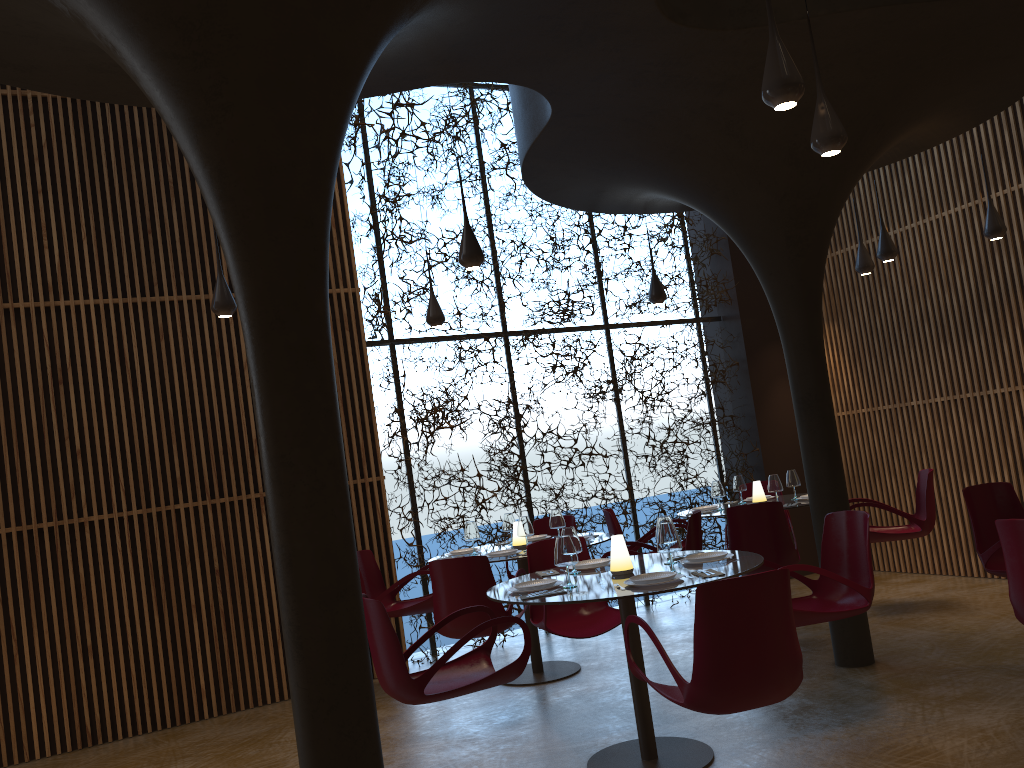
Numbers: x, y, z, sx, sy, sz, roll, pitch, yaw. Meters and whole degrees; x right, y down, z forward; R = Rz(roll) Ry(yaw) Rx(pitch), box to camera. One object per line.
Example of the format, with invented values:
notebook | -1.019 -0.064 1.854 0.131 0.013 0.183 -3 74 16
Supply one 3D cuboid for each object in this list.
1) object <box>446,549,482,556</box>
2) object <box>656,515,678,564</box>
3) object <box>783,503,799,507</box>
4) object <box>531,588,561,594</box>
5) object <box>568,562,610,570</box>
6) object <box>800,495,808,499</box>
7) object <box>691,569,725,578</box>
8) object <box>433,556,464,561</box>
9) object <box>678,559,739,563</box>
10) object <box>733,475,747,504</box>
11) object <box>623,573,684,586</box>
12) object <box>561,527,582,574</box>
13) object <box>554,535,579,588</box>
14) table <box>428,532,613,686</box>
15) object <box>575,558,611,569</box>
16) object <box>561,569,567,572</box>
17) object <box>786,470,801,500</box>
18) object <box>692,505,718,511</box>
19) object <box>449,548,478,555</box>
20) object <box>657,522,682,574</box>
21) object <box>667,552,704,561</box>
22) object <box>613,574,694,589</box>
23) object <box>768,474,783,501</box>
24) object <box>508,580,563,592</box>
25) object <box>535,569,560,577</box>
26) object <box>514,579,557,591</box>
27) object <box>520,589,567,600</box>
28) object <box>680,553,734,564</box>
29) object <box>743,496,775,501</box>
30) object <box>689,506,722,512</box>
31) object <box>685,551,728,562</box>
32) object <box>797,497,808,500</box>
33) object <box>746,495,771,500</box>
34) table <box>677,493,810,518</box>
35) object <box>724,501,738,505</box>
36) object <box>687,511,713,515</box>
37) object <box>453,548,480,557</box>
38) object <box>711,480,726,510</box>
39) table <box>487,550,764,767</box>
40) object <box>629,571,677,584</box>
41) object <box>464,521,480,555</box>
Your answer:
object | -0.440 1.544 8.116 0.331 0.014 0.333 -3 -7 -44
object | 0.974 0.977 5.559 0.142 0.295 0.142 -5 -5 -38
object | 2.620 1.140 8.343 0.127 0.017 0.262 -10 -6 25
object | 0.141 1.210 5.281 0.204 0.012 0.412 -7 -5 -14
object | 0.533 1.209 5.910 0.332 0.014 0.332 -8 -5 1
object | 2.982 1.108 8.754 0.263 0.029 0.264 -6 -5 -23
object | 1.082 1.049 4.904 0.126 0.017 0.262 -8 -5 -5
object | -0.560 1.544 7.839 0.262 0.017 0.126 -10 -5 20
object | 1.198 1.074 5.437 0.204 0.012 0.412 -6 -5 -19
object | 2.418 1.117 9.401 0.142 0.295 0.142 -6 -4 -25
object | 0.782 1.083 4.898 0.332 0.014 0.332 -8 -5 5
object | 0.384 1.075 5.726 0.142 0.295 0.142 -9 -4 13
object | 0.317 1.034 5.161 0.142 0.295 0.142 -5 -5 -34
table | 0.158 2.024 7.921 1.674 1.128 1.673 -9 -5 16
object | 0.532 1.200 5.911 0.263 0.029 0.264 -6 -6 -24
object | 0.538 1.210 5.912 0.410 0.012 0.205 -7 -5 -13
object | 2.844 1.017 8.959 0.142 0.295 0.142 -8 -4 -8
object | 1.994 1.283 9.142 0.263 0.029 0.264 -4 -6 -38
object | -0.442 1.535 8.117 0.264 0.029 0.263 -12 -6 36
object | 0.905 0.945 5.091 0.142 0.295 0.142 -11 -5 39
object | 1.143 1.115 5.737 0.261 0.017 0.127 -7 -5 -14
object | 0.778 1.085 4.897 0.410 0.012 0.205 -7 -5 -9
object | 2.553 1.025 8.586 0.142 0.295 0.142 -10 -4 24
object | 0.142 1.208 5.277 0.331 0.014 0.333 -5 -6 -32
object | 0.236 1.256 5.883 0.126 0.017 0.262 -7 -5 -9
object | 0.141 1.198 5.278 0.263 0.029 0.264 -7 -5 -16
object | 0.176 1.183 4.977 0.262 0.017 0.127 -7 -5 -10
object | 1.196 1.074 5.441 0.331 0.014 0.333 -3 -7 -43
object | 2.646 1.232 9.495 0.331 0.014 0.333 -5 -6 -33
object | 1.995 1.292 9.141 0.331 0.014 0.333 -3 -7 -44
object | 1.194 1.064 5.442 0.263 0.029 0.264 -6 -6 -24
object | 2.984 1.118 8.753 0.332 0.014 0.331 -12 -6 38
object | 2.644 1.222 9.496 0.263 0.029 0.263 -10 -5 18
table | 2.593 1.772 8.946 1.674 1.128 1.673 -9 -5 16
object | 2.376 1.289 9.622 0.126 0.017 0.262 -10 -5 21
object | 1.875 1.292 8.863 0.262 0.017 0.126 -10 -5 20
object | -0.439 1.546 8.121 0.204 0.012 0.411 -9 -5 15
object | 2.081 1.124 8.943 0.142 0.295 0.142 -6 -4 -26
table | 0.752 1.711 5.365 1.671 1.128 1.676 -8 -5 -6
object | 0.780 1.074 4.899 0.263 0.029 0.263 -8 -5 -1
object | -0.354 1.376 7.919 0.142 0.295 0.142 -6 -4 -26
